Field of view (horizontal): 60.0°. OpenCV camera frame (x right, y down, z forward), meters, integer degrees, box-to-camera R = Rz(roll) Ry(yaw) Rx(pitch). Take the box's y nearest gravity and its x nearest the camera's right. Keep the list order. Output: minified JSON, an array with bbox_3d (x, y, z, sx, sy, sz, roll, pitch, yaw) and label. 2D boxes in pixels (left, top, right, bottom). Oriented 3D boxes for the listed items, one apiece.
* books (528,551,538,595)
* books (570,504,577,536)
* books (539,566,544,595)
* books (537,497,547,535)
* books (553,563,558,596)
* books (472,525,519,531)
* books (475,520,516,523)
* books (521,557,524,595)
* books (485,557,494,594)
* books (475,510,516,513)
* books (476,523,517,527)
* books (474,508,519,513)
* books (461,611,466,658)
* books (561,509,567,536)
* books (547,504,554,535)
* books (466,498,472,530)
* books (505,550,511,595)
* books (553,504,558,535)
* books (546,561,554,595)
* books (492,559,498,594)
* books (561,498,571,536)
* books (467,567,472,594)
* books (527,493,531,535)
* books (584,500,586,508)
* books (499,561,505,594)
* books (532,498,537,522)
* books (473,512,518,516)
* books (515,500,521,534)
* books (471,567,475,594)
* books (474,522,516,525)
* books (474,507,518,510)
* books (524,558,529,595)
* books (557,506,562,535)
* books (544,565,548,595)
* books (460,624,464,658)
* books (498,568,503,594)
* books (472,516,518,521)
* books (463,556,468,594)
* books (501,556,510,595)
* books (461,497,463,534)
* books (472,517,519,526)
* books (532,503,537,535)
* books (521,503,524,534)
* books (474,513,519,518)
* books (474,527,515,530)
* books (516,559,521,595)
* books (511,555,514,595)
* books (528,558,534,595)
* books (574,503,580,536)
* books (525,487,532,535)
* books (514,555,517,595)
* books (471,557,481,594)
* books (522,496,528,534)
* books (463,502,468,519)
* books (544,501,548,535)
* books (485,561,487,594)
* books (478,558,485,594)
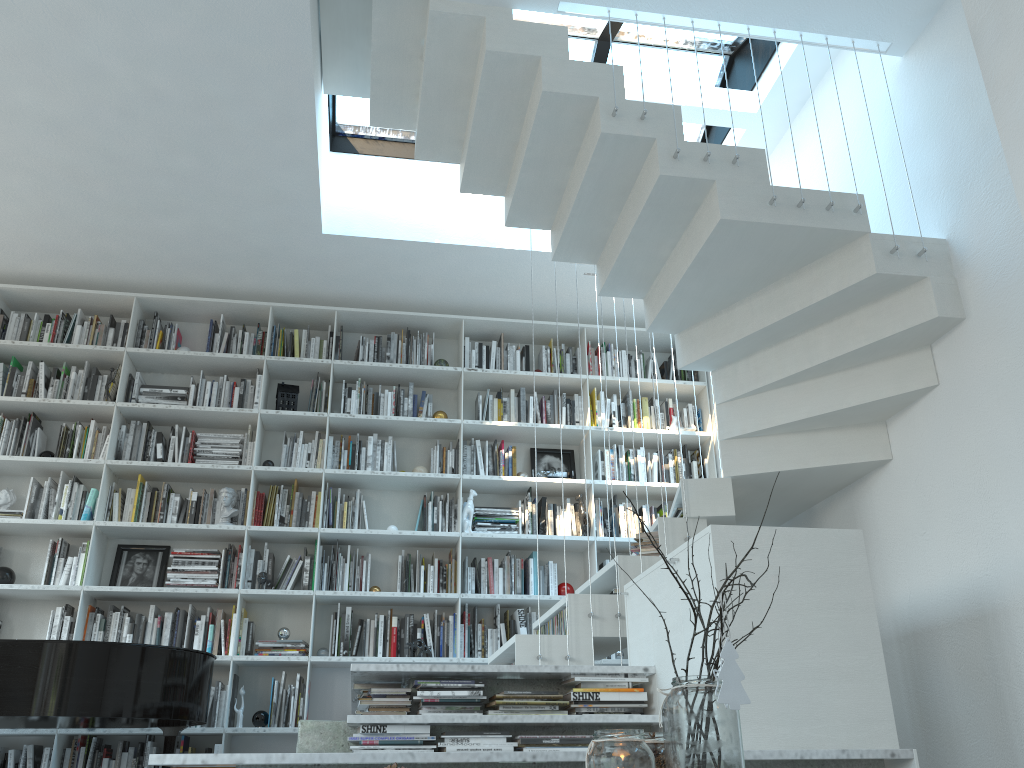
[{"bbox_3d":[0.130,1.209,5.538,0.026,0.289,0.182,3,-24,-9],"label":"books"},{"bbox_3d":[0.378,0.912,5.713,0.041,0.238,0.177,3,-24,-9],"label":"books"},{"bbox_3d":[0.167,1.254,5.529,0.030,0.200,0.190,3,-24,-9],"label":"books"},{"bbox_3d":[0.182,0.883,5.696,0.059,0.280,0.168,3,-24,-9],"label":"books"},{"bbox_3d":[0.255,1.252,5.555,0.027,0.222,0.171,3,-24,-9],"label":"books"},{"bbox_3d":[-0.113,0.928,5.635,0.285,0.012,0.160,4,-24,-11],"label":"books"},{"bbox_3d":[-0.110,0.891,5.644,0.254,0.012,0.161,1,-24,-4],"label":"books"},{"bbox_3d":[0.051,1.222,5.514,0.014,0.248,0.178,3,-24,-9],"label":"books"},{"bbox_3d":[-0.142,1.213,5.484,0.045,0.245,0.186,3,-24,-9],"label":"books"},{"bbox_3d":[-0.112,0.839,5.674,0.254,0.012,0.161,2,-24,-7],"label":"books"},{"bbox_3d":[-0.112,0.914,5.634,0.254,0.012,0.161,5,-25,-13],"label":"books"},{"bbox_3d":[-0.112,0.828,5.678,0.285,0.012,0.160,4,-24,-11],"label":"books"},{"bbox_3d":[-0.296,1.529,5.345,0.012,0.285,0.159,3,-24,-9],"label":"books"},{"bbox_3d":[0.321,0.929,5.719,0.025,0.212,0.156,3,-24,-9],"label":"books"},{"bbox_3d":[0.236,0.907,5.702,0.031,0.241,0.147,3,-24,-9],"label":"books"},{"bbox_3d":[-0.278,0.870,5.637,0.028,0.266,0.138,3,-24,-9],"label":"books"},{"bbox_3d":[-0.024,1.200,5.524,0.013,0.298,0.148,3,-24,-9],"label":"books"},{"bbox_3d":[0.264,0.913,5.725,0.031,0.249,0.133,3,-24,-9],"label":"books"},{"bbox_3d":[0.229,1.244,5.552,0.025,0.234,0.182,3,-24,-9],"label":"books"},{"bbox_3d":[-0.110,1.224,5.502,0.026,0.238,0.178,3,-24,-9],"label":"books"},{"bbox_3d":[0.348,0.895,5.712,0.021,0.270,0.192,3,-24,-9],"label":"books"},{"bbox_3d":[-0.270,1.238,5.464,0.023,0.185,0.160,3,-24,-9],"label":"books"},{"bbox_3d":[0.096,0.866,5.676,0.011,0.298,0.185,3,-24,-9],"label":"books"},{"bbox_3d":[0.480,0.910,5.765,0.029,0.282,0.139,3,-24,-9],"label":"books"},{"bbox_3d":[-0.064,1.230,5.506,0.012,0.228,0.180,3,-24,-9],"label":"books"},{"bbox_3d":[0.144,0.887,5.702,0.013,0.279,0.131,3,-24,-9],"label":"books"},{"bbox_3d":[-0.112,0.850,5.669,0.285,0.012,0.160,2,-24,-7],"label":"books"},{"bbox_3d":[0.040,0.890,5.673,0.012,0.253,0.161,3,-24,-9],"label":"books"},{"bbox_3d":[-0.248,1.239,5.465,0.022,0.183,0.163,3,-24,-9],"label":"books"},{"bbox_3d":[-0.114,0.907,5.649,0.254,0.012,0.161,3,-24,-9],"label":"books"},{"bbox_3d":[-0.112,0.817,5.683,0.285,0.012,0.160,2,-24,-7],"label":"books"},{"bbox_3d":[0.085,1.232,5.544,0.012,0.253,0.161,3,-24,-9],"label":"books"},{"bbox_3d":[0.293,0.921,5.726,0.028,0.234,0.129,3,-24,-9],"label":"books"},{"bbox_3d":[0.197,1.254,5.552,0.037,0.217,0.140,3,-24,-9],"label":"books"},{"bbox_3d":[-0.311,1.556,5.309,0.027,0.207,0.164,3,-24,-9],"label":"books"},{"bbox_3d":[-0.081,1.247,5.484,0.027,0.181,0.187,3,-24,-9],"label":"books"},{"bbox_3d":[-0.112,0.872,5.659,0.285,0.012,0.160,2,-24,-7],"label":"books"},{"bbox_3d":[-0.290,1.210,5.485,0.012,0.253,0.161,3,-24,-9],"label":"books"},{"bbox_3d":[-0.040,1.211,5.493,0.028,0.254,0.192,3,-24,-9],"label":"books"},{"bbox_3d":[-0.333,0.867,5.633,0.028,0.269,0.129,3,-24,-9],"label":"books"},{"bbox_3d":[-0.111,0.882,5.653,0.285,0.012,0.160,5,-24,-12],"label":"books"},{"bbox_3d":[0.126,0.899,5.675,0.030,0.235,0.180,3,-24,-9],"label":"books"},{"bbox_3d":[0.054,0.901,5.690,0.023,0.246,0.138,3,-24,-9],"label":"books"},{"bbox_3d":[-0.111,0.858,5.658,0.285,0.012,0.160,5,-25,-13],"label":"books"},{"bbox_3d":[-0.115,0.938,5.630,0.254,0.012,0.161,2,-24,-7],"label":"books"},{"bbox_3d":[0.028,1.230,5.528,0.026,0.245,0.166,3,-24,-9],"label":"books"},{"bbox_3d":[-0.009,1.211,5.503,0.012,0.261,0.187,3,-24,-9],"label":"books"},{"bbox_3d":[0.106,1.228,5.522,0.023,0.242,0.190,3,-24,-9],"label":"books"},{"bbox_3d":[0.408,0.912,5.734,0.024,0.253,0.145,3,-24,-9],"label":"books"},{"bbox_3d":[0.107,0.848,5.684,0.010,0.337,0.180,3,-24,-9],"label":"books"},{"bbox_3d":[0.010,1.216,5.527,0.011,0.270,0.152,3,-24,-9],"label":"books"},{"bbox_3d":[-0.222,1.212,5.478,0.047,0.243,0.178,3,-24,-9],"label":"books"},{"bbox_3d":[0.081,0.882,5.695,0.012,0.284,0.160,3,-24,-9],"label":"books"},{"bbox_3d":[-0.300,0.878,5.597,0.027,0.220,0.185,3,-24,-9],"label":"books"},{"bbox_3d":[0.212,0.898,5.725,0.010,0.277,0.129,3,-24,-9],"label":"books"},{"bbox_3d":[-0.169,1.224,5.481,0.011,0.222,0.163,3,-24,-9],"label":"books"},{"bbox_3d":[-0.188,1.217,5.494,0.024,0.246,0.144,3,-24,-9],"label":"books"}]
